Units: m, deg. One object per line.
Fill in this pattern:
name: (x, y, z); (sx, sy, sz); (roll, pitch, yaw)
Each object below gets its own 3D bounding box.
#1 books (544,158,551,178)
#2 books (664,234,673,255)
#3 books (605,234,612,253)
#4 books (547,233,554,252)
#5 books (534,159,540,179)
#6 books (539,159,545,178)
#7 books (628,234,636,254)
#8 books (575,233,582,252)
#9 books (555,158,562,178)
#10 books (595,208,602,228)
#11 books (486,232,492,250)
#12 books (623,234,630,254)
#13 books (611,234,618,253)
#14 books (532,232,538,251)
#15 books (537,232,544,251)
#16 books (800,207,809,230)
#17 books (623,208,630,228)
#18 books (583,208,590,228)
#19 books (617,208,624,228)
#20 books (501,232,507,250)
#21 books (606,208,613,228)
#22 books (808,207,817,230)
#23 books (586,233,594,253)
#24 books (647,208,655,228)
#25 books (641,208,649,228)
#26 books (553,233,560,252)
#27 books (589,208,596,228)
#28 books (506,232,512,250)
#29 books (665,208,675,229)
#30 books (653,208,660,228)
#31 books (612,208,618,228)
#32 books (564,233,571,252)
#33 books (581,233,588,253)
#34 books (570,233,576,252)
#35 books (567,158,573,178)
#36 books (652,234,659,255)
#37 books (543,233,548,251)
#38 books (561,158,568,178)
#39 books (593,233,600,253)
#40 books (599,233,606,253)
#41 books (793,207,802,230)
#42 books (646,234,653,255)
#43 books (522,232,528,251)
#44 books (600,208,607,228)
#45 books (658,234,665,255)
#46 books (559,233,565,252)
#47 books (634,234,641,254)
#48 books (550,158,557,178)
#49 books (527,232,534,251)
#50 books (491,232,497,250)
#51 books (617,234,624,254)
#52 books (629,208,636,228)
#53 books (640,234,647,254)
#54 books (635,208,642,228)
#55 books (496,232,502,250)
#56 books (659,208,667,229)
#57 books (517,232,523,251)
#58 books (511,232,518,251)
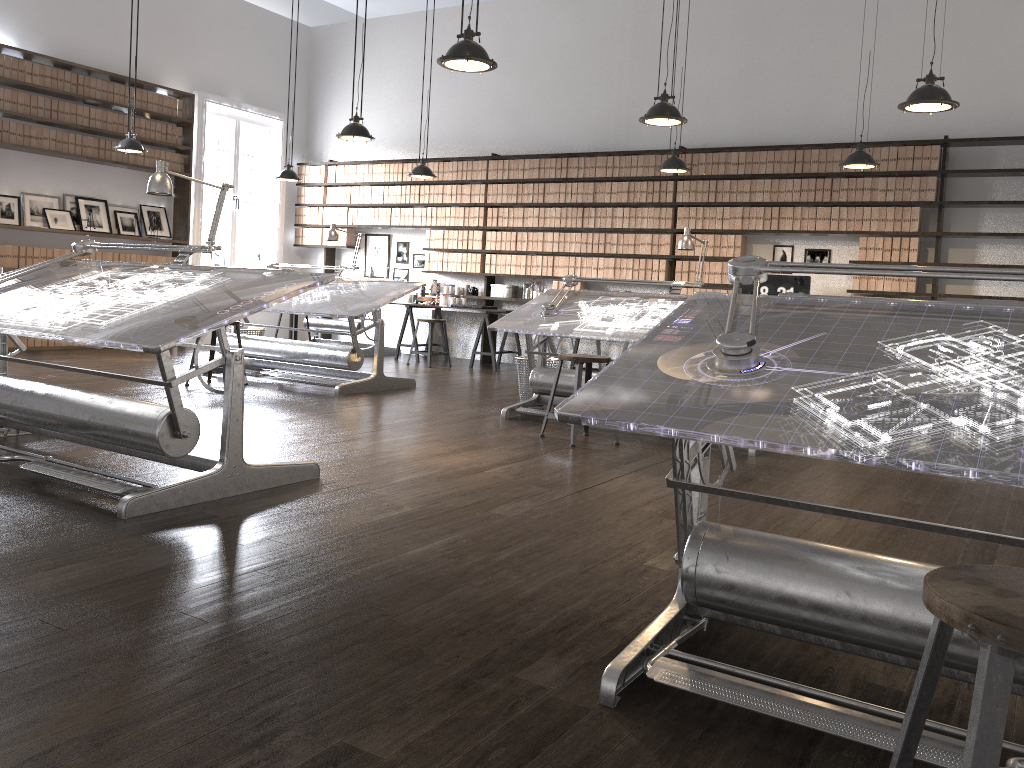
books: (0.443, -2.429, 10.037); (0.067, 0.225, 0.174); (5, 5, 31)
books: (1.662, -1.450, 9.298); (0.067, 0.225, 0.175); (5, 5, 31)
books: (1.086, -1.521, 9.658); (0.067, 0.225, 0.175); (5, 5, 31)
books: (0.476, -1.594, 10.029); (0.067, 0.225, 0.175); (5, 5, 31)
books: (0.323, -2.443, 10.104); (0.067, 0.225, 0.175); (5, 5, 31)
books: (0.383, -2.436, 10.074); (0.067, 0.225, 0.175); (5, 5, 31)
books: (1.321, -1.491, 9.507); (0.067, 0.225, 0.175); (5, 5, 31)
books: (0.776, -1.557, 9.841); (0.067, 0.225, 0.175); (5, 5, 31)
books: (0.564, -2.414, 9.963); (0.067, 0.225, 0.175); (5, 5, 31)
books: (0.980, -1.811, 9.718); (0.067, 0.225, 0.174); (5, 5, 31)
books: (-0.231, -1.680, 10.463); (0.067, 0.225, 0.174); (5, 5, 31)
books: (1.267, -1.499, 9.547); (0.067, 0.225, 0.175); (5, 5, 31)
books: (1.144, -1.513, 9.617); (0.067, 0.225, 0.174); (5, 5, 31)
books: (0.310, -1.615, 10.134); (0.067, 0.225, 0.175); (5, 5, 31)
books: (0.365, -1.607, 10.094); (0.067, 0.225, 0.175); (5, 5, 31)
books: (2.853, -1.590, 8.570); (0.067, 0.225, 0.174); (5, 5, 31)
books: (1.266, -1.776, 9.536); (0.067, 0.225, 0.175); (5, 5, 31)
books: (0.859, -1.826, 9.793); (0.067, 0.225, 0.175); (5, 5, 31)
books: (1.206, -1.783, 9.576); (0.067, 0.225, 0.175); (5, 5, 31)
books: (-0.054, -1.659, 10.355); (0.067, 0.225, 0.175); (5, 5, 31)
books: (1.094, -1.796, 9.641); (0.067, 0.225, 0.175); (5, 5, 31)
books: (2.911, -1.583, 8.532); (0.067, 0.225, 0.175); (5, 5, 31)
books: (0.894, -1.544, 9.774); (0.067, 0.225, 0.175); (5, 5, 31)
books: (1.506, -1.746, 9.388); (0.067, 0.225, 0.175); (5, 5, 31)
books: (1.446, -1.754, 9.429); (0.067, 0.225, 0.174); (5, 5, 31)
books: (0.537, -1.587, 9.989); (0.067, 0.225, 0.175); (5, 5, 31)
books: (0.917, -1.818, 9.751); (0.067, 0.225, 0.174); (5, 5, 31)
books: (0.003, -1.652, 10.323); (0.067, 0.225, 0.175); (5, 5, 31)
books: (1.678, -1.726, 9.288); (0.067, 0.225, 0.175); (5, 5, 31)
books: (1.562, -1.740, 9.353); (0.067, 0.225, 0.175); (5, 5, 31)
books: (1.153, -1.790, 9.610); (0.067, 0.225, 0.175); (5, 5, 31)
books: (0.659, -1.573, 9.921); (0.067, 0.225, 0.174); (5, 5, 31)
books: (0.838, -1.550, 9.803); (0.067, 0.225, 0.175); (5, 5, 31)
books: (0.716, -1.565, 9.881); (0.067, 0.225, 0.174); (5, 5, 31)
books: (0.691, -2.399, 9.886); (0.067, 0.225, 0.175); (5, 5, 31)
books: (1.550, -1.464, 9.372); (0.067, 0.225, 0.175); (5, 5, 31)
books: (0.424, -1.601, 10.063); (0.067, 0.225, 0.175); (5, 5, 31)
books: (0.625, -2.406, 9.919); (0.067, 0.225, 0.175); (5, 5, 31)
books: (0.959, -1.536, 9.736); (0.067, 0.225, 0.175); (5, 5, 31)
books: (1.019, -1.528, 9.693); (0.067, 0.225, 0.175); (5, 5, 31)
books: (2.792, -1.597, 8.603); (0.067, 0.225, 0.174); (5, 5, 31)
books: (1.488, -1.471, 9.405); (0.067, 0.225, 0.175); (5, 5, 31)
books: (0.188, -1.629, 10.204); (0.067, 0.225, 0.174); (5, 5, 31)
books: (1.040, -1.804, 9.681); (0.067, 0.225, 0.175); (5, 5, 31)
books: (1.610, -1.457, 9.337); (0.067, 0.225, 0.174); (5, 5, 31)
books: (0.599, -1.580, 9.956); (0.067, 0.225, 0.175); (5, 5, 31)
books: (1.380, -1.485, 9.476); (0.067, 0.225, 0.175); (5, 5, 31)
books: (0.501, -2.421, 9.996); (0.067, 0.225, 0.174); (5, 5, 31)
books: (0.250, -1.622, 10.171); (0.067, 0.225, 0.174); (5, 5, 31)
books: (-0.171, -1.672, 10.422); (0.067, 0.225, 0.175); (5, 5, 31)
books: (1.206, -1.506, 9.584); (0.067, 0.225, 0.174); (5, 5, 31)
books: (1.328, -1.769, 9.503); (0.067, 0.225, 0.175); (5, 5, 31)
books: (1.433, -1.478, 9.442); (0.067, 0.225, 0.175); (5, 5, 31)
books: (1.389, -1.762, 9.468); (0.067, 0.225, 0.174); (5, 5, 31)
books: (-0.110, -1.665, 10.384); (0.067, 0.225, 0.175); (5, 5, 31)
books: (1.618, -1.733, 9.324); (0.067, 0.225, 0.175); (5, 5, 31)
books: (0.130, -1.637, 10.245); (0.067, 0.225, 0.175); (5, 5, 31)
books: (0.063, -1.644, 10.280); (0.067, 0.225, 0.175); (5, 5, 31)
